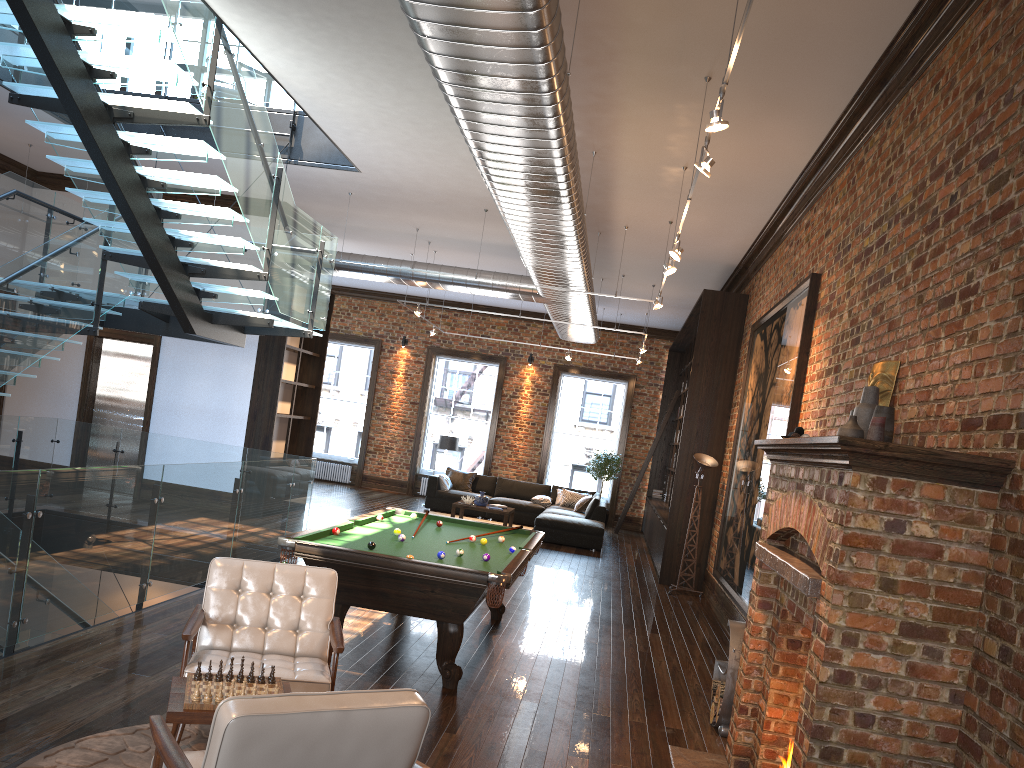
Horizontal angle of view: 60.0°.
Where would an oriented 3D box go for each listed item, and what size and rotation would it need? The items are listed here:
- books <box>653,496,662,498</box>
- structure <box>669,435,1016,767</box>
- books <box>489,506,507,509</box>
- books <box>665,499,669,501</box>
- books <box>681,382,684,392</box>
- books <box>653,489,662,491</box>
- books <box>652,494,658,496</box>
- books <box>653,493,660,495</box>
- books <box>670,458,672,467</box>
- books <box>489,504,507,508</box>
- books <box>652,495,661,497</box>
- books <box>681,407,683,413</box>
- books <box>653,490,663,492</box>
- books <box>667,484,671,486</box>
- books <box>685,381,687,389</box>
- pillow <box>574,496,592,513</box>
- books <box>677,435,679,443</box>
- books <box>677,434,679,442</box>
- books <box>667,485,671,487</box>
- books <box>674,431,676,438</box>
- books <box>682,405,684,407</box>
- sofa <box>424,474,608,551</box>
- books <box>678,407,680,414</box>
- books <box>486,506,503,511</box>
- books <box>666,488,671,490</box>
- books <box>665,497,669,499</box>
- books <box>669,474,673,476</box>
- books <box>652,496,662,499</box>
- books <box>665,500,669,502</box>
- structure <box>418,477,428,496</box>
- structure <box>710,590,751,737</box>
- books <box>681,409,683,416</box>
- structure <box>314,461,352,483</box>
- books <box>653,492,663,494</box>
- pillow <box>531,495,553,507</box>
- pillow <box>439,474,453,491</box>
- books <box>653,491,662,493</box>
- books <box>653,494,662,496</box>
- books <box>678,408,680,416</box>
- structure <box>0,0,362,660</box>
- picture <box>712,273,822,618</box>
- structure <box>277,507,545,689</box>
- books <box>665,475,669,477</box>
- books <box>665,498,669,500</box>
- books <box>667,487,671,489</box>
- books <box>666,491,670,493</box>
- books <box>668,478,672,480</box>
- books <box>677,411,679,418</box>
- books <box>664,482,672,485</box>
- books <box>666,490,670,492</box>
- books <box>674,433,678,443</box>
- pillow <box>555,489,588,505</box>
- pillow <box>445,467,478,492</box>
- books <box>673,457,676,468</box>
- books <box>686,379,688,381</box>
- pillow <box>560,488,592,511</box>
[{"bbox_3d":[3.123,2.425,19.059,0.210,0.012,0.272,8,-3,3],"label":"books"},{"bbox_3d":[1.415,1.239,4.367,0.886,1.909,2.002,9,-1,7],"label":"structure"},{"bbox_3d":[-0.250,2.214,15.922,0.204,0.024,0.263,6,-4,41],"label":"books"},{"bbox_3d":[3.234,2.369,18.068,0.227,0.007,0.371,8,-3,3],"label":"books"},{"bbox_3d":[3.603,0.110,18.188,0.234,0.252,0.028,8,2,6],"label":"books"},{"bbox_3d":[3.130,2.275,19.056,0.183,0.008,0.306,8,-3,9],"label":"books"},{"bbox_3d":[3.100,2.391,19.061,0.170,0.008,0.260,8,-3,7],"label":"books"},{"bbox_3d":[3.108,2.363,19.060,0.158,0.011,0.252,8,-3,11],"label":"books"},{"bbox_3d":[3.509,1.708,19.105,0.176,0.191,0.032,8,2,6],"label":"books"},{"bbox_3d":[-0.245,2.188,15.914,0.204,0.028,0.263,6,-4,39],"label":"books"},{"bbox_3d":[3.110,2.401,19.060,0.170,0.009,0.255,8,-3,12],"label":"books"},{"bbox_3d":[3.525,0.597,17.980,0.183,0.255,0.046,8,2,6],"label":"books"},{"bbox_3d":[3.137,2.290,19.056,0.199,0.020,0.212,8,-3,11],"label":"books"},{"bbox_3d":[3.393,2.168,18.965,0.238,0.015,0.249,8,-3,9],"label":"books"},{"bbox_3d":[3.598,0.083,17.974,0.190,0.280,0.017,9,2,6],"label":"books"},{"bbox_3d":[1.352,2.285,16.852,0.313,0.355,0.630,8,-2,6],"label":"pillow"},{"bbox_3d":[3.345,1.065,17.227,0.235,0.203,0.046,8,1,6],"label":"books"},{"bbox_3d":[3.454,1.129,18.034,0.175,0.196,0.031,8,2,6],"label":"books"},{"bbox_3d":[3.404,2.184,18.964,0.209,0.015,0.307,8,-3,5],"label":"books"},{"bbox_3d":[3.571,1.161,19.029,0.188,0.273,0.013,9,2,6],"label":"books"},{"bbox_3d":[3.551,0.591,18.154,0.183,0.293,0.006,9,2,6],"label":"books"},{"bbox_3d":[0.000,2.233,16.396,3.495,0.805,3.456,8,-3,7],"label":"sofa"},{"bbox_3d":[3.653,0.651,18.999,0.176,0.296,0.041,9,2,6],"label":"books"},{"bbox_3d":[-0.306,2.188,15.579,0.262,0.024,0.205,9,-3,-16],"label":"books"},{"bbox_3d":[3.379,2.260,18.973,0.249,0.020,0.318,8,-3,7],"label":"books"},{"bbox_3d":[3.240,2.331,18.067,0.226,0.007,0.371,8,-3,10],"label":"books"},{"bbox_3d":[3.432,1.951,18.958,0.208,0.010,0.352,8,-3,11],"label":"books"},{"bbox_3d":[3.114,2.436,19.060,0.207,0.013,0.280,8,-3,8],"label":"books"},{"bbox_3d":[3.238,2.392,18.067,0.226,0.007,0.369,8,-3,8],"label":"books"},{"bbox_3d":[-1.442,2.374,19.856,1.299,0.396,0.216,8,1,6],"label":"structure"},{"bbox_3d":[1.638,1.841,5.785,0.537,0.920,0.928,9,-1,7],"label":"structure"},{"bbox_3d":[3.514,0.616,17.916,0.185,0.211,0.069,8,1,6],"label":"books"},{"bbox_3d":[-4.249,1.972,20.168,1.299,0.396,0.216,8,1,6],"label":"structure"},{"bbox_3d":[3.130,2.337,19.057,0.205,0.015,0.265,8,-3,5],"label":"books"},{"bbox_3d":[0.583,2.288,17.379,0.409,0.204,0.611,8,-3,5],"label":"pillow"},{"bbox_3d":[-1.298,1.944,17.446,0.243,0.305,0.574,8,-2,8],"label":"pillow"},{"bbox_3d":[3.123,2.322,19.058,0.185,0.013,0.272,8,-3,9],"label":"books"},{"bbox_3d":[3.121,2.380,19.059,0.199,0.019,0.256,8,-3,9],"label":"books"},{"bbox_3d":[3.614,0.637,18.735,0.185,0.283,0.027,9,2,6],"label":"books"},{"bbox_3d":[-4.108,-0.276,6.851,3.571,14.516,7.047,9,1,7],"label":"structure"},{"bbox_3d":[2.474,0.685,8.954,0.080,3.005,3.205,9,-1,7],"label":"picture"},{"bbox_3d":[-0.661,1.607,7.072,1.550,0.852,2.962,8,-3,7],"label":"structure"},{"bbox_3d":[3.413,1.982,18.960,0.240,0.007,0.319,8,-3,2],"label":"books"},{"bbox_3d":[3.240,2.354,18.067,0.228,0.008,0.330,8,-3,5],"label":"books"},{"bbox_3d":[3.403,2.237,18.970,0.183,0.034,0.271,8,-3,12],"label":"books"},{"bbox_3d":[3.304,2.264,18.534,0.175,0.005,0.289,8,-3,12],"label":"books"},{"bbox_3d":[3.433,2.032,18.959,0.183,0.030,0.265,8,-3,12],"label":"books"},{"bbox_3d":[3.648,0.652,19.031,0.176,0.296,0.017,9,2,6],"label":"books"},{"bbox_3d":[3.392,2.131,18.965,0.260,0.028,0.316,8,-3,7],"label":"books"},{"bbox_3d":[3.382,2.288,18.973,0.210,0.019,0.342,8,-3,11],"label":"books"},{"bbox_3d":[3.458,1.123,18.200,0.231,0.225,0.024,8,2,6],"label":"books"},{"bbox_3d":[1.187,2.289,17.521,0.702,0.338,0.270,8,0,7],"label":"pillow"},{"bbox_3d":[-1.073,1.921,17.809,0.699,0.440,0.305,8,0,7],"label":"pillow"},{"bbox_3d":[3.401,1.623,18.235,0.212,0.233,0.019,8,2,6],"label":"books"},{"bbox_3d":[3.646,0.075,18.234,0.167,0.338,0.016,9,2,6],"label":"books"},{"bbox_3d":[1.243,2.261,17.334,0.610,0.362,0.288,8,0,10],"label":"pillow"}]
